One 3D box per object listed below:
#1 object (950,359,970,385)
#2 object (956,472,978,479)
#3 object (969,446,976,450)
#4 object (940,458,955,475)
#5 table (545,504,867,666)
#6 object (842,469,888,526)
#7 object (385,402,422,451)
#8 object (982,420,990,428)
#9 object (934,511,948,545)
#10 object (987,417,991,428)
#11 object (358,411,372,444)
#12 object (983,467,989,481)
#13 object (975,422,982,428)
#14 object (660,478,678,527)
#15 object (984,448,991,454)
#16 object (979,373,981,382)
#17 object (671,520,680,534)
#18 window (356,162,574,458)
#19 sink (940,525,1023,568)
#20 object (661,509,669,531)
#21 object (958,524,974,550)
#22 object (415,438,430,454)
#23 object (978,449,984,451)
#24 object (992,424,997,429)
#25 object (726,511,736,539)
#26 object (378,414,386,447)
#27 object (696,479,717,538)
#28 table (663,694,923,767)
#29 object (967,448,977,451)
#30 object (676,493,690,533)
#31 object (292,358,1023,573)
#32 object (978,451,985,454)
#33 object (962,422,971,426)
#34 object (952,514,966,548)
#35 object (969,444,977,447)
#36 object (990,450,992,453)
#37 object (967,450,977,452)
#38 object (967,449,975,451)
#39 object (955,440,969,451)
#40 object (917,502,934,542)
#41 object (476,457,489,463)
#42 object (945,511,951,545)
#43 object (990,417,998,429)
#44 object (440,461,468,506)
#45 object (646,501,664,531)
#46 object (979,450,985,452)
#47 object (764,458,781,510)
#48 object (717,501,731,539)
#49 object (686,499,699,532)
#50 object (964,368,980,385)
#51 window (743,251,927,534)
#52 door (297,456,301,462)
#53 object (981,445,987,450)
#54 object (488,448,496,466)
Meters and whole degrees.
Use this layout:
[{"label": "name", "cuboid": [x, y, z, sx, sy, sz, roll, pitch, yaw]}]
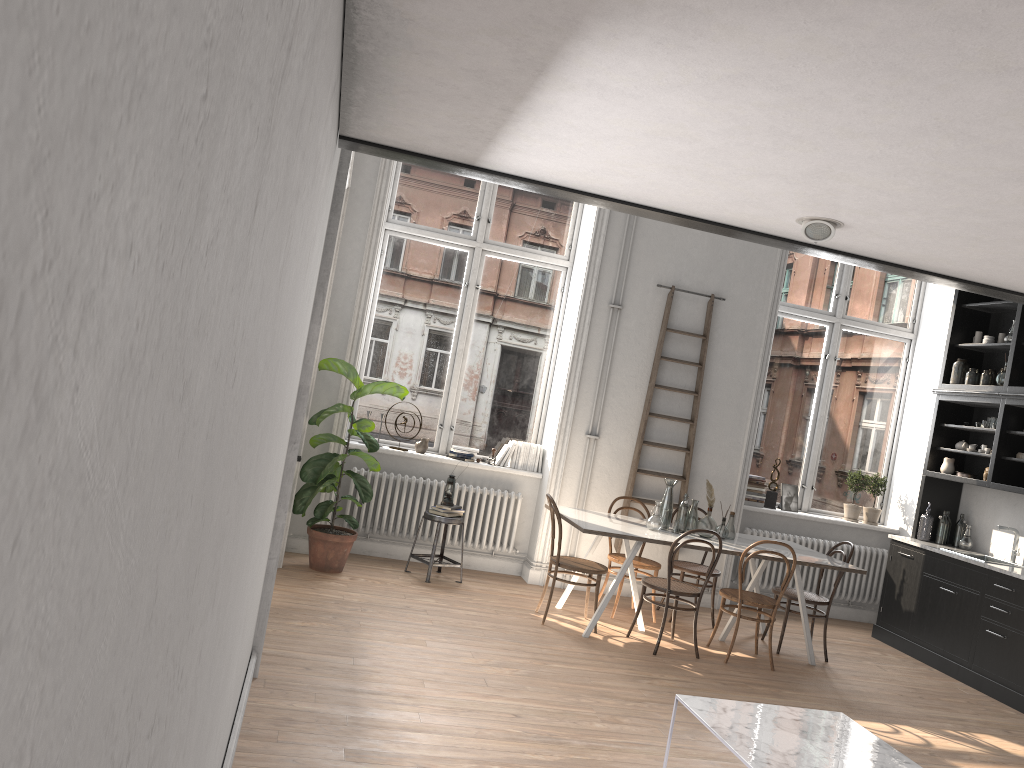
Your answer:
[{"label": "object", "cuboid": [4.032, -0.102, 7.976, 0.118, 0.238, 0.118, 10, 0, -26]}, {"label": "object", "cuboid": [4.011, 0.808, 7.826, 0.180, 0.037, 0.180, 10, -1, -27]}, {"label": "object", "cuboid": [4.054, 0.568, 7.811, 0.058, 0.033, 0.055, 11, -1, -37]}, {"label": "object", "cuboid": [3.921, 0.738, 7.966, 0.127, 0.144, 0.115, 10, 0, -33]}, {"label": "table", "cuboid": [1.370, 1.551, 6.824, 2.201, 0.780, 1.100, 10, 0, -12]}, {"label": "object", "cuboid": [3.473, 1.110, 8.759, 0.500, 0.524, 0.234, 10, 0, -23]}, {"label": "object", "cuboid": [-0.957, 0.368, 7.788, 0.347, 0.425, 0.087, 10, 0, 21]}, {"label": "object", "cuboid": [4.095, 0.354, 7.664, 0.064, 0.069, 0.064, 10, 0, 36]}, {"label": "object", "cuboid": [3.858, 1.286, 7.951, 0.086, 0.301, 0.086, 10, 0, -26]}, {"label": "object", "cuboid": [4.165, 0.347, 7.731, 0.060, 0.107, 0.060, 10, 0, -44]}, {"label": "object", "cuboid": [-1.272, 0.380, 7.760, 0.095, 0.289, 0.095, 10, 0, 20]}, {"label": "object", "cuboid": [4.008, 0.759, 7.461, 0.069, 0.123, 0.173, 10, 0, 20]}, {"label": "object", "cuboid": [4.082, 0.363, 7.746, 0.071, 0.047, 0.072, 10, -1, 26]}, {"label": "object", "cuboid": [1.211, 0.933, 6.928, 0.116, 0.383, 0.116, 10, 0, -1]}, {"label": "object", "cuboid": [4.068, 0.576, 7.596, 0.049, 0.054, 0.039, 10, 0, 14]}, {"label": "object", "cuboid": [4.263, -0.019, 8.000, 0.114, 0.155, 0.114, 10, 0, 34]}, {"label": "object", "cuboid": [1.247, 1.084, 6.729, 0.058, 0.094, 0.058, 10, 0, 16]}, {"label": "window", "cuboid": [-0.385, -0.803, 8.060, 1.623, 2.843, 0.013, 10, 0, -12]}, {"label": "sink", "cuboid": [3.932, 1.410, 7.312, 0.514, 0.504, 0.526, 10, 0, -12]}, {"label": "object", "cuboid": [1.174, 1.040, 6.809, 0.083, 0.158, 0.083, 10, 0, -16]}, {"label": "object", "cuboid": [4.016, 1.352, 7.829, 0.132, 0.219, 0.120, 10, 0, -12]}, {"label": "object", "cuboid": [-0.795, 0.540, 7.824, 0.100, 0.142, 0.102, 10, 0, -37]}, {"label": "object", "cuboid": [4.075, 0.578, 7.660, 0.085, 0.016, 0.085, 10, -1, 29]}, {"label": "object", "cuboid": [4.107, 0.365, 7.526, 0.071, 0.047, 0.072, 10, -1, 26]}, {"label": "object", "cuboid": [1.724, 1.112, 6.994, 0.101, 0.212, 0.101, 10, 0, 27]}, {"label": "object", "cuboid": [-1.147, 0.403, 7.728, 0.095, 0.289, 0.095, 10, 0, 11]}, {"label": "object", "cuboid": [1.517, 0.954, 6.788, 0.156, 0.446, 0.157, 10, 0, 6]}, {"label": "table", "cuboid": [1.203, 1.681, 3.687, 0.849, 0.392, 0.849, 10, -1, -12]}, {"label": "object", "cuboid": [4.052, 0.582, 7.813, 0.085, 0.017, 0.085, 10, -1, -16]}, {"label": "object", "cuboid": [1.321, 0.993, 6.839, 0.086, 0.301, 0.086, 10, 0, -26]}, {"label": "object", "cuboid": [1.198, 0.984, 7.206, 5.828, 1.842, 0.792, 10, 0, -7]}, {"label": "object", "cuboid": [4.072, 0.598, 7.658, 0.085, 0.015, 0.085, 10, -1, -25]}, {"label": "object", "cuboid": [4.115, 0.373, 8.034, 0.071, 0.047, 0.072, 10, -1, 26]}, {"label": "object", "cuboid": [4.018, 1.314, 7.957, 0.086, 0.301, 0.086, 10, 0, 34]}, {"label": "object", "cuboid": [4.057, 0.549, 7.811, 0.055, 0.047, 0.058, 10, 0, 3]}, {"label": "object", "cuboid": [4.116, 0.586, 7.569, 0.056, 0.041, 0.049, 10, -1, -39]}, {"label": "object", "cuboid": [4.050, 0.595, 7.810, 0.085, 0.015, 0.085, 10, -1, 2]}, {"label": "object", "cuboid": [4.051, 0.589, 7.810, 0.085, 0.015, 0.085, 10, -1, 2]}, {"label": "object", "cuboid": [4.052, 0.554, 7.971, 0.140, 0.100, 0.125, 10, -1, -30]}, {"label": "object", "cuboid": [3.735, 1.237, 7.990, 0.109, 0.349, 0.108, 10, 0, -31]}, {"label": "object", "cuboid": [-0.273, 0.682, 7.958, 0.088, 0.048, 0.153, 10, -1, 28]}, {"label": "object", "cuboid": [3.934, 1.300, 8.048, 0.086, 0.301, 0.086, 10, 0, 2]}, {"label": "object", "cuboid": [4.125, 0.339, 7.595, 0.060, 0.107, 0.060, 10, 0, 16]}, {"label": "object", "cuboid": [-0.483, 0.820, 7.385, 0.163, 0.383, 0.154, 10, 0, -38]}, {"label": "object", "cuboid": [1.082, 0.990, 6.658, 0.132, 0.219, 0.132, 10, 0, -23]}, {"label": "object", "cuboid": [4.074, 0.585, 7.658, 0.085, 0.016, 0.085, 10, -1, 20]}, {"label": "object", "cuboid": [2.522, 0.956, 8.552, 0.122, 0.488, 0.102, 10, 0, 13]}, {"label": "object", "cuboid": [1.649, 1.062, 6.899, 0.107, 0.283, 0.106, 10, 0, -17]}, {"label": "object", "cuboid": [1.411, 1.034, 6.933, 0.098, 0.255, 0.100, 10, 0, -35]}, {"label": "object", "cuboid": [4.073, -0.055, 7.841, 0.114, 0.155, 0.114, 10, 0, -8]}, {"label": "window", "cuboid": [9.353, -3.426, 13.056, 14.389, 15.935, 26.391, 10, 0, -12]}, {"label": "door", "cuboid": [-1.240, 0.029, 4.994, 0.216, 2.814, 1.096, 10, 0, -10]}, {"label": "object", "cuboid": [4.080, 0.554, 7.665, 0.039, 0.055, 0.049, 10, 0, 9]}, {"label": "object", "cuboid": [-0.170, 0.648, 7.921, 0.048, 0.153, 0.088, 10, 0, -42]}]
